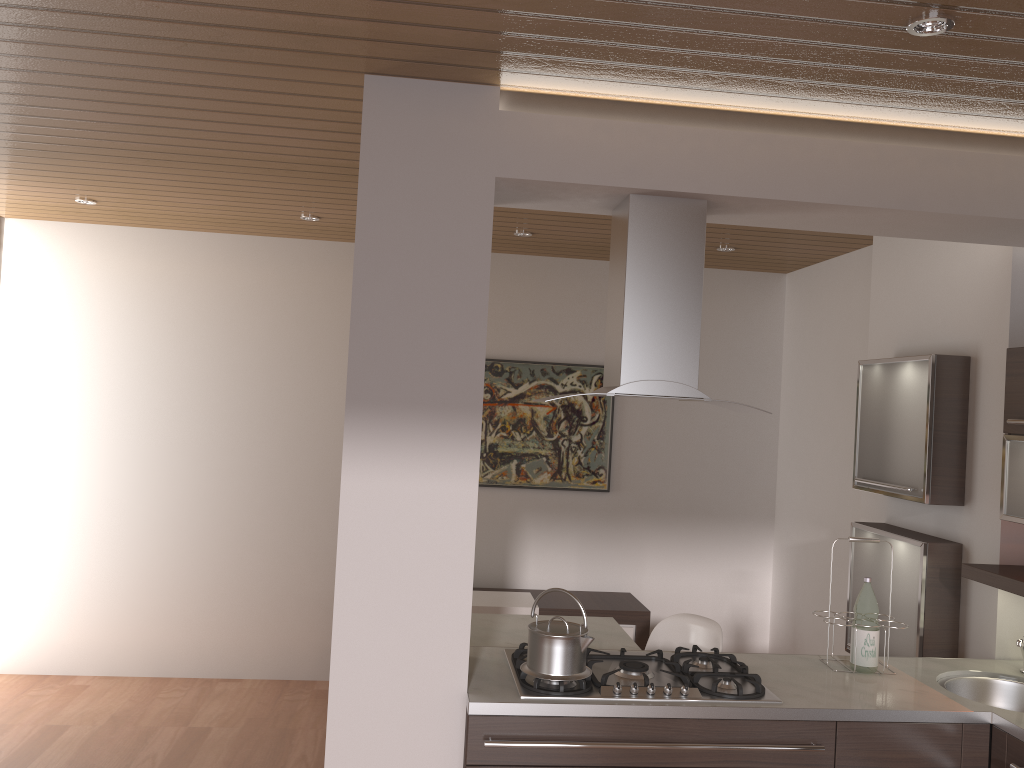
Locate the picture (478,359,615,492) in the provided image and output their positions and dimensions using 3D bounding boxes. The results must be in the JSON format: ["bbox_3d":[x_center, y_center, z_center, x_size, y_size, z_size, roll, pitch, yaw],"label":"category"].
[{"bbox_3d":[0.006,0.252,5.569,1.277,0.801,0.018,3,-1,-6],"label":"picture"}]

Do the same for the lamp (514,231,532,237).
[{"bbox_3d":[0.062,-0.850,4.888,0.102,0.055,0.102,3,-1,11],"label":"lamp"}]

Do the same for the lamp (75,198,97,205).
[{"bbox_3d":[-2.232,-0.979,4.648,0.102,0.055,0.102,4,-1,-23],"label":"lamp"}]

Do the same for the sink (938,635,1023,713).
[{"bbox_3d":[1.644,1.028,2.933,0.450,0.347,0.494,3,-1,0],"label":"sink"}]

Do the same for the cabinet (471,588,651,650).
[{"bbox_3d":[-0.088,1.568,5.261,1.740,0.608,0.540,3,-1,-6],"label":"cabinet"}]

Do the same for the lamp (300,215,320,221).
[{"bbox_3d":[-1.085,-0.915,4.768,0.102,0.055,0.102,4,-1,-23],"label":"lamp"}]

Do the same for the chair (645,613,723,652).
[{"bbox_3d":[0.600,1.455,3.816,0.608,0.847,0.491,4,-1,-36],"label":"chair"}]

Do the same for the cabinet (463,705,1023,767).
[{"bbox_3d":[0.955,1.430,2.280,2.150,0.870,1.850,3,-1,-6],"label":"cabinet"}]

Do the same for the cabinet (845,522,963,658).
[{"bbox_3d":[1.656,0.937,3.819,0.194,0.600,0.598,3,-1,-6],"label":"cabinet"}]

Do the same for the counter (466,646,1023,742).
[{"bbox_3d":[0.979,0.978,2.290,2.150,0.036,1.850,3,-1,-6],"label":"counter"}]

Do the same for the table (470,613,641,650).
[{"bbox_3d":[0.127,1.471,3.676,0.800,0.758,1.100,3,-1,-6],"label":"table"}]

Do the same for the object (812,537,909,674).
[{"bbox_3d":[1.222,0.765,3.112,0.291,0.453,0.210,3,-1,-1],"label":"object"}]

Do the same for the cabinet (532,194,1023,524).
[{"bbox_3d":[1.129,-0.090,2.376,2.058,1.032,1.399,3,-1,-2],"label":"cabinet"}]

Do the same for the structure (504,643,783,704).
[{"bbox_3d":[0.394,0.918,2.864,0.797,0.047,0.494,3,-1,-6],"label":"structure"}]

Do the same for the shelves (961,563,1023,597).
[{"bbox_3d":[1.923,0.686,2.394,0.313,0.050,1.850,3,-1,-6],"label":"shelves"}]

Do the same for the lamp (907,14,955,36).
[{"bbox_3d":[0.978,-0.860,2.071,0.102,0.055,0.102,4,-1,-34],"label":"lamp"}]

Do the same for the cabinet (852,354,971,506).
[{"bbox_3d":[1.639,0.184,3.810,0.172,0.600,0.619,4,-1,-20],"label":"cabinet"}]

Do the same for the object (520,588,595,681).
[{"bbox_3d":[0.142,0.753,2.724,0.221,0.251,0.221,3,-1,-13],"label":"object"}]

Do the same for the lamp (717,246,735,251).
[{"bbox_3d":[1.209,-0.785,5.008,0.102,0.055,0.102,3,-1,11],"label":"lamp"}]

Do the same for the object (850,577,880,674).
[{"bbox_3d":[1.219,0.827,3.058,0.091,0.319,0.091,2,-1,29],"label":"object"}]
